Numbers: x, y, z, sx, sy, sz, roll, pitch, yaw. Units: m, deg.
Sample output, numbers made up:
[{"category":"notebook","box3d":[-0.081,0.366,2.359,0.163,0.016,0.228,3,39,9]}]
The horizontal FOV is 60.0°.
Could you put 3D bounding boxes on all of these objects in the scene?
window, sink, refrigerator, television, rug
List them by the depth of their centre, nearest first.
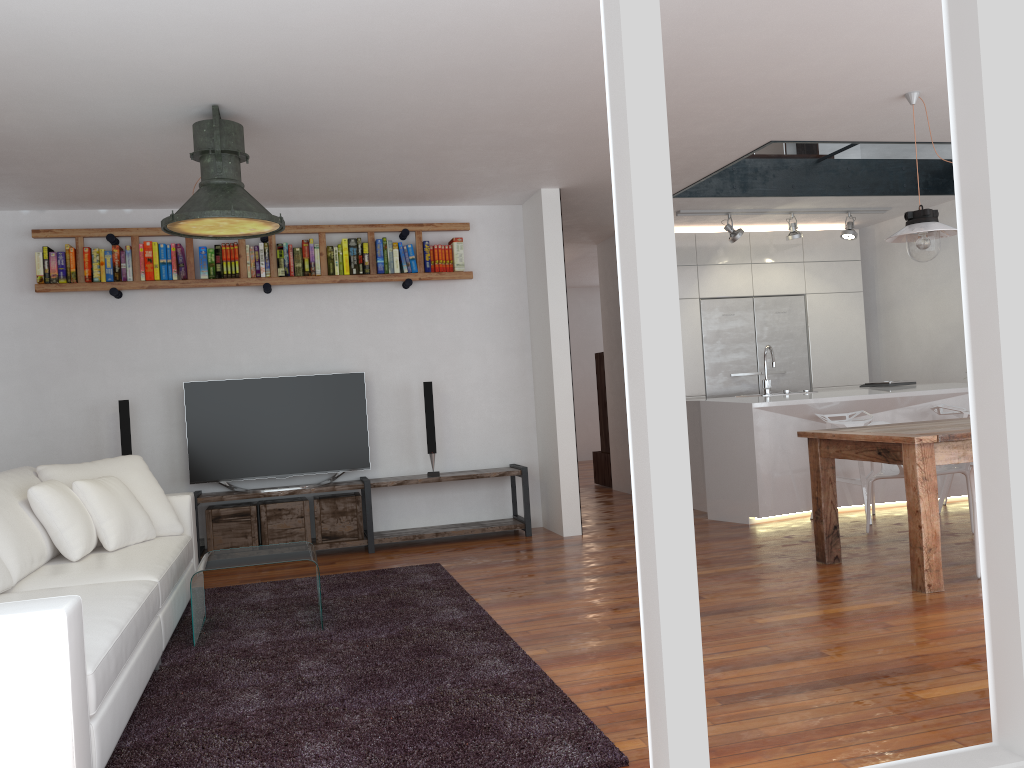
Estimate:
[{"category":"rug","box3d":[-0.983,1.150,3.786,1.895,0.019,3.193,-4,-1,-14]},{"category":"television","box3d":[-1.638,0.344,6.251,1.230,0.786,0.298,-4,-1,-14]},{"category":"window","box3d":[2.710,-1.854,6.557,2.700,0.035,1.546,-4,-1,-14]},{"category":"sink","box3d":[2.121,-0.031,7.156,0.492,0.570,0.459,-4,-1,-14]},{"category":"refrigerator","box3d":[2.358,0.073,8.461,1.119,1.811,0.142,-4,-1,-14]}]

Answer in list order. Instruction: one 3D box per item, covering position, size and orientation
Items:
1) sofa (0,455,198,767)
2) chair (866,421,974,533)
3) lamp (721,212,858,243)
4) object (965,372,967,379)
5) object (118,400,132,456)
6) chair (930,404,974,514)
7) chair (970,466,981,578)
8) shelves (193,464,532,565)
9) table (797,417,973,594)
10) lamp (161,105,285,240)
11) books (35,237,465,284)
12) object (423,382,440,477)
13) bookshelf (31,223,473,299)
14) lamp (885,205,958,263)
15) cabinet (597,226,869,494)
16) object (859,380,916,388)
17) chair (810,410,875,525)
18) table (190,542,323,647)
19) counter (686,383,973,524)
[{"category":"sofa","box3d":[-1.937,0.794,3.552,0.987,0.842,3.086,-4,-1,-14]},{"category":"chair","box3d":[2.537,0.591,5.626,0.577,0.710,0.505,-3,-1,-24]},{"category":"lamp","box3d":[2.449,-1.378,7.812,1.324,0.254,0.154,-4,-1,-14]},{"category":"object","box3d":[2.655,-0.040,4.818,0.371,0.476,0.432,-4,-1,27]},{"category":"object","box3d":[-2.589,0.451,5.953,0.089,0.687,0.089,-3,-1,-29]},{"category":"chair","box3d":[3.288,0.525,6.406,0.428,0.765,0.492,-4,-1,31]},{"category":"chair","box3d":[2.519,0.579,4.147,0.577,0.710,0.505,-4,-1,-9]},{"category":"shelves","box3d":[-1.600,0.967,6.240,3.473,0.506,0.414,-4,-1,-14]},{"category":"table","box3d":[2.678,0.565,4.783,1.910,0.735,0.969,-4,-1,-14]},{"category":"lamp","box3d":[-1.413,-1.030,4.305,0.572,0.561,0.572,-4,-1,-9]},{"category":"books","box3d":[-0.569,-1.812,6.914,5.671,1.974,0.733,-3,-1,-25]},{"category":"object","box3d":[-0.591,0.327,6.441,0.089,0.687,0.089,-4,-1,-4]},{"category":"bookshelf","box3d":[-1.762,-0.886,6.341,2.983,0.465,0.161,-4,-1,-14]},{"category":"lamp","box3d":[2.175,-0.797,4.697,0.372,0.306,0.372,-3,-1,-20]},{"category":"cabinet","box3d":[2.225,-0.257,8.906,2.404,2.506,0.946,-4,-1,-14]},{"category":"object","box3d":[3.119,-0.001,7.364,0.298,0.036,0.325,-3,-1,-24]},{"category":"chair","box3d":[2.398,0.581,6.253,0.492,0.765,0.428,-4,-1,-4]},{"category":"table","box3d":[-1.219,0.991,4.275,0.565,0.337,0.551,-4,-1,-14]},{"category":"counter","box3d":[2.568,0.507,7.000,2.289,0.903,0.956,-4,-1,-14]}]
